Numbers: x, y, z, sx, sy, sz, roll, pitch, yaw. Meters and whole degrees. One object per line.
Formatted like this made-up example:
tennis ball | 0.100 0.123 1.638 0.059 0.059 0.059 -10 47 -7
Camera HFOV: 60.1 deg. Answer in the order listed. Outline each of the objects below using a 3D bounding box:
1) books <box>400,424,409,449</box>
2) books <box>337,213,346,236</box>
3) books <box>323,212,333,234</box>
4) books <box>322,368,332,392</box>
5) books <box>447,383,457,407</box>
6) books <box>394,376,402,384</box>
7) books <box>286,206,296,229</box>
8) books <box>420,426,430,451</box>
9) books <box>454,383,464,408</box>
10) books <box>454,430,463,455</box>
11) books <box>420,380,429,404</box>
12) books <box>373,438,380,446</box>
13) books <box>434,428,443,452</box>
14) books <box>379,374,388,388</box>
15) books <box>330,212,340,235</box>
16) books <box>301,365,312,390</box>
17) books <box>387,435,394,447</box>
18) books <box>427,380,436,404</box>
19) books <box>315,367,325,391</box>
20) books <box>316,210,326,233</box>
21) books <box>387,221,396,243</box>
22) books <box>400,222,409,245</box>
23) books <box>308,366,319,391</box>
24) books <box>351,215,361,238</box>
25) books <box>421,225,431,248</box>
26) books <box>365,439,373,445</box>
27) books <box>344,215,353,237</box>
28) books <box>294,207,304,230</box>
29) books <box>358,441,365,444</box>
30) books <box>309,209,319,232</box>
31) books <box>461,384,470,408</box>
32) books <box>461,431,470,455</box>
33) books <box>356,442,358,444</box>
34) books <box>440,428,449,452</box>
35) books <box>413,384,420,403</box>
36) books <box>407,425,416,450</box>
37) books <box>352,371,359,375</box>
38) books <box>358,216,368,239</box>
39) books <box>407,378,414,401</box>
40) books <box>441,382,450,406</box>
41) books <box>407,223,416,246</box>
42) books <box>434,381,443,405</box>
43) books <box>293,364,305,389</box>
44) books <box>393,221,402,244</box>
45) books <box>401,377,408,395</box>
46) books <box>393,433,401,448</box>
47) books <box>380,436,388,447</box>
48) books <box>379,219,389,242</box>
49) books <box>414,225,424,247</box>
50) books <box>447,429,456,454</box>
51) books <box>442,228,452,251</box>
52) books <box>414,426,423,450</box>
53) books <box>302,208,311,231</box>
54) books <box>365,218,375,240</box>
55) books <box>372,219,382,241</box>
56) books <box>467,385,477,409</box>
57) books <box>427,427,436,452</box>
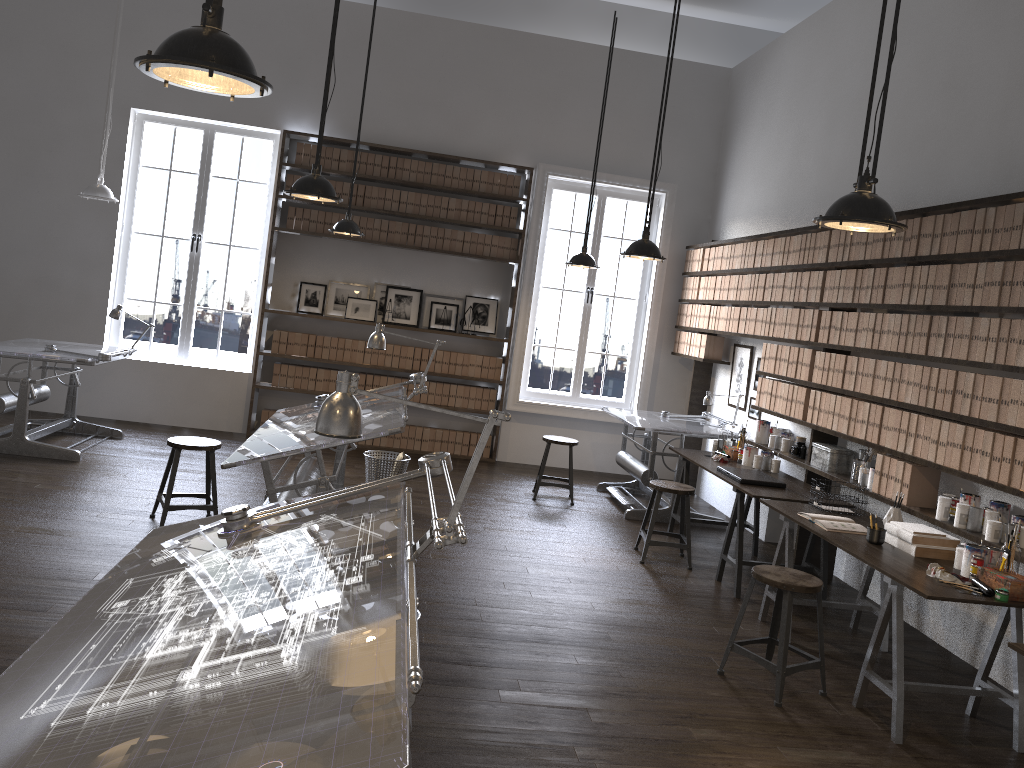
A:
books | -1.097 0.534 9.029 0.066 0.225 0.175 7 3 -8
books | -1.695 -1.580 8.844 0.066 0.225 0.175 7 3 -8
books | -1.827 -1.596 8.828 0.066 0.225 0.175 7 3 -8
books | -1.861 -0.042 8.902 0.066 0.225 0.175 7 3 -8
books | -0.615 0.108 9.062 0.067 0.225 0.175 7 3 -8
books | -1.169 0.041 8.995 0.066 0.225 0.175 7 3 -8
books | -2.183 -1.639 8.781 0.066 0.225 0.175 7 3 -8
books | -0.887 0.560 9.053 0.066 0.225 0.175 7 3 -8
books | -0.544 0.117 9.074 0.066 0.225 0.175 7 3 -8
books | -0.554 0.600 9.096 0.066 0.225 0.175 7 3 -8
books | -0.892 0.075 9.024 0.066 0.225 0.175 7 3 -8
books | -1.363 0.502 8.988 0.067 0.225 0.175 7 3 -8
books | -0.759 0.575 9.067 0.067 0.225 0.175 7 3 -8
books | -1.308 0.025 8.970 0.066 0.225 0.175 7 3 -8
books | -1.760 -1.587 8.831 0.067 0.225 0.175 7 3 -8
books | -2.063 -0.066 8.875 0.066 0.225 0.175 7 3 -8
books | -1.231 0.518 9.009 0.066 0.225 0.175 7 3 -8
books | -0.821 0.083 9.037 0.066 0.225 0.175 7 3 -8
books | -1.923 -0.049 8.892 0.066 0.225 0.175 7 3 -8
books | -1.897 -1.604 8.819 0.066 0.225 0.175 7 3 -8
books | -1.213 -1.521 8.902 0.067 0.225 0.175 7 3 -8
books | -1.087 -1.507 8.926 0.066 0.225 0.175 7 3 -8
books | -1.994 -0.058 8.881 0.067 0.225 0.175 7 3 -8
books | -1.561 -1.563 8.858 0.067 0.225 0.175 7 3 -8
books | -0.870 -1.480 8.950 0.066 0.225 0.175 7 3 -8
books | -1.437 0.493 8.981 0.066 0.225 0.175 7 3 -8
books | -1.633 -1.572 8.850 0.066 0.225 0.175 7 3 -8
books | -2.110 -1.629 8.785 0.067 0.225 0.175 7 3 -8
books | -1.508 0.485 8.968 0.066 0.225 0.175 7 3 -8
books | -1.966 -1.612 8.805 0.066 0.225 0.175 7 3 -8
books | -0.482 0.124 9.083 0.066 0.225 0.175 7 3 -8
books | -0.484 0.608 9.110 0.066 0.225 0.175 7 3 -8
books | -1.579 0.477 8.959 0.067 0.225 0.175 7 3 -8
books | -0.694 0.583 9.081 0.066 0.225 0.175 7 3 -8
books | -0.963 0.066 9.015 0.067 0.225 0.175 7 3 -8
books | -1.028 0.542 9.037 0.066 0.225 0.175 7 3 -8
books | -1.589 -0.009 8.935 0.066 0.225 0.175 7 3 -8
books | -1.493 -1.556 8.871 0.066 0.225 0.175 7 3 -8
books | -1.026 0.058 9.011 0.066 0.225 0.175 7 3 -8
books | -0.684 0.099 9.057 0.066 0.225 0.175 7 3 -8
books | -1.013 -1.497 8.930 0.067 0.225 0.175 7 3 -8
books | -0.753 0.091 9.050 0.066 0.225 0.175 7 3 -8
books | -2.132 -0.075 8.868 0.066 0.225 0.175 7 3 -8
books | -1.151 -1.514 8.915 0.066 0.225 0.175 7 3 -8
books | -1.100 0.050 9.002 0.066 0.225 0.175 7 3 -8
books | -1.165 0.526 9.013 0.067 0.225 0.175 7 3 -8
books | -1.292 0.511 9.000 0.066 0.225 0.175 7 3 -8
books | -1.284 -1.530 8.893 0.066 0.225 0.175 7 3 -8
books | -0.940 -1.489 8.945 0.066 0.225 0.175 7 3 -8
books | -0.624 0.591 9.091 0.066 0.225 0.175 7 3 -8
books | -0.664 -1.455 8.975 0.067 0.225 0.175 7 3 -8
books | -0.958 0.551 9.042 0.067 0.225 0.175 7 3 -8
books | -2.037 -1.621 8.801 0.066 0.225 0.175 7 3 -8
books | -1.424 -1.547 8.882 0.066 0.225 0.175 7 3 -8
books | -1.355 -1.539 8.887 0.066 0.225 0.175 7 3 -8
books | -0.416 0.132 9.087 0.067 0.225 0.175 7 3 -8
books | -0.826 0.567 9.063 0.066 0.225 0.175 7 3 -8
